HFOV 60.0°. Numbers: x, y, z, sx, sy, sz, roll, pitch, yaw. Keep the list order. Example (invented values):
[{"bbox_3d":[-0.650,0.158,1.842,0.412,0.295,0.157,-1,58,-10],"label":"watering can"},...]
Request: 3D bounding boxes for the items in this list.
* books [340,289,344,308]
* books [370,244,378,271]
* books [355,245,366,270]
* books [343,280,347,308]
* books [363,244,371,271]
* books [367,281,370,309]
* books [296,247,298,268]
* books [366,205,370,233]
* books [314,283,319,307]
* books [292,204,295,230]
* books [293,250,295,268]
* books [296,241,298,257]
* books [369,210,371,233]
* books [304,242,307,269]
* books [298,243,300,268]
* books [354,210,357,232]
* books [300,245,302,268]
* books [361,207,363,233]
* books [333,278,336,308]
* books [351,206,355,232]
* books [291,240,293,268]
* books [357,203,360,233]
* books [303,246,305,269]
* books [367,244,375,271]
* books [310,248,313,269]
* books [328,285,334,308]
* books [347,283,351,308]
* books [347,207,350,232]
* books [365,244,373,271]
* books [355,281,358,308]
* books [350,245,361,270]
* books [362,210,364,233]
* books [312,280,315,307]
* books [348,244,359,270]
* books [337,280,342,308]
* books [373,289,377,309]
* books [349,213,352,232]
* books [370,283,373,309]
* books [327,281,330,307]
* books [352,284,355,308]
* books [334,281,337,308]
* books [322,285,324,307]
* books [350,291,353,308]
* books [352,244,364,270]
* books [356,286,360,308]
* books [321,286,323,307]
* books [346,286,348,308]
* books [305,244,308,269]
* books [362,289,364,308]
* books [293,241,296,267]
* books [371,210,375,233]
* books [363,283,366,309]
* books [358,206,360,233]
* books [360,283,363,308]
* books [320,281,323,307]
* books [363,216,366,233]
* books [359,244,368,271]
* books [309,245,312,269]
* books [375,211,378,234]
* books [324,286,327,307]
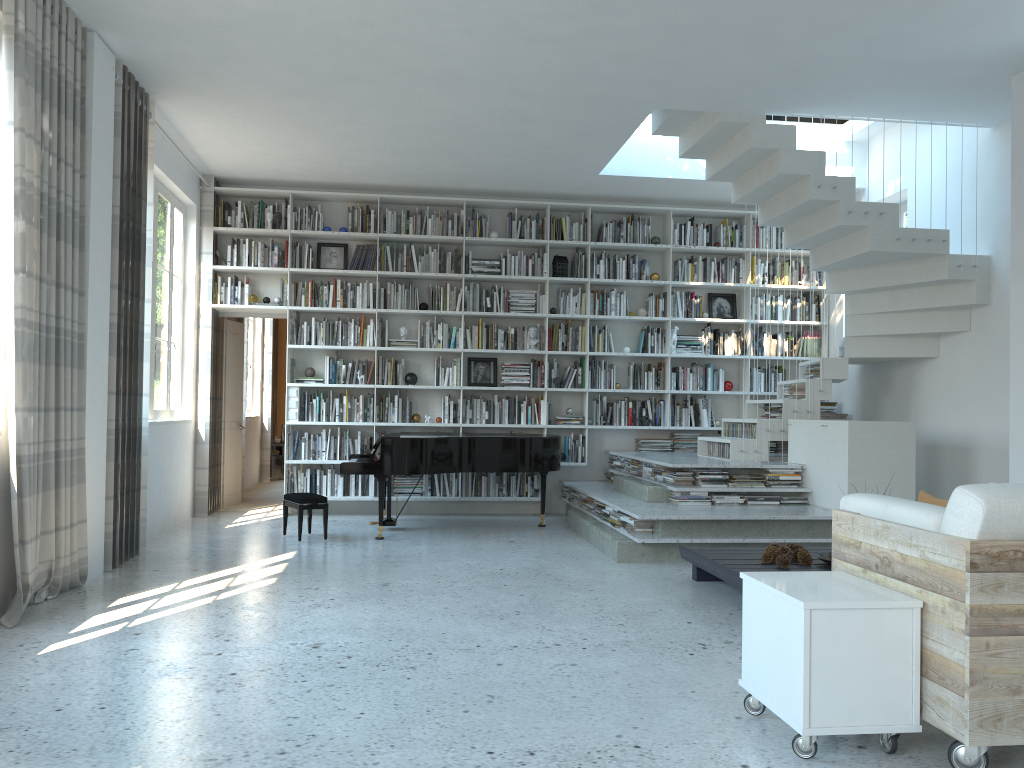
[{"bbox_3d":[-1.672,-0.826,8.733,0.029,0.195,0.192,1,-1,-7],"label":"books"},{"bbox_3d":[-1.371,-1.232,8.798,0.078,0.285,0.174,1,-1,-7],"label":"books"},{"bbox_3d":[-1.503,-1.228,8.795,0.110,0.279,0.174,1,-1,-7],"label":"books"},{"bbox_3d":[-1.648,-0.870,8.764,0.025,0.286,0.161,1,-1,-7],"label":"books"},{"bbox_3d":[-1.440,-1.233,8.803,0.078,0.285,0.174,1,-1,-7],"label":"books"},{"bbox_3d":[-1.420,-0.868,8.781,0.022,0.289,0.169,1,-1,-7],"label":"books"},{"bbox_3d":[-2.098,-1.218,8.695,0.009,0.228,0.184,1,-1,-7],"label":"books"},{"bbox_3d":[-1.430,-1.606,8.785,0.025,0.297,0.163,1,-1,-7],"label":"books"},{"bbox_3d":[-1.920,-0.858,8.729,0.047,0.249,0.134,1,-1,-7],"label":"books"},{"bbox_3d":[-2.149,-1.613,8.716,0.007,0.285,0.159,1,-1,-7],"label":"books"},{"bbox_3d":[-2.128,-1.206,8.705,0.015,0.207,0.172,1,-1,-7],"label":"books"},{"bbox_3d":[-2.107,-1.247,8.710,0.006,0.289,0.144,1,-1,-7],"label":"books"},{"bbox_3d":[-1.410,-1.587,8.811,0.022,0.260,0.152,1,-1,-7],"label":"books"},{"bbox_3d":[-2.023,-1.242,8.710,0.005,0.281,0.190,1,-1,-7],"label":"books"},{"bbox_3d":[-2.086,-1.233,8.700,0.009,0.260,0.184,1,-1,-7],"label":"books"},{"bbox_3d":[-1.544,-1.584,8.776,0.028,0.249,0.155,1,-1,-7],"label":"books"},{"bbox_3d":[-2.068,-1.226,8.690,0.004,0.246,0.189,1,-1,-7],"label":"books"},{"bbox_3d":[-1.487,-1.596,8.783,0.011,0.274,0.183,1,-1,-7],"label":"books"},{"bbox_3d":[-1.749,-0.881,8.751,0.014,0.304,0.151,1,-1,-7],"label":"books"},{"bbox_3d":[-1.569,-1.600,8.774,0.024,0.279,0.188,1,-1,-7],"label":"books"},{"bbox_3d":[-2.150,-1.251,8.689,0.005,0.292,0.184,1,-1,-7],"label":"books"},{"bbox_3d":[-1.525,-1.619,8.805,0.014,0.320,0.136,1,-1,-7],"label":"books"},{"bbox_3d":[-2.036,-1.224,8.710,0.019,0.243,0.153,1,-1,-7],"label":"books"},{"bbox_3d":[-1.395,-1.232,8.809,0.078,0.285,0.174,1,-1,-7],"label":"books"},{"bbox_3d":[-1.969,-1.208,8.707,0.012,0.214,0.185,1,-1,-7],"label":"books"},{"bbox_3d":[-1.779,-0.849,8.744,0.047,0.238,0.162,1,-1,-7],"label":"books"},{"bbox_3d":[-1.609,-0.857,8.771,0.029,0.260,0.157,1,-1,-7],"label":"books"},{"bbox_3d":[-1.618,-1.599,8.785,0.013,0.278,0.151,1,-1,-7],"label":"books"},{"bbox_3d":[-1.418,-1.232,8.811,0.078,0.285,0.174,1,-1,-7],"label":"books"},{"bbox_3d":[-1.538,-0.866,8.766,0.012,0.281,0.188,1,-1,-7],"label":"books"},{"bbox_3d":[-1.548,-1.229,8.790,0.110,0.279,0.174,1,-1,-7],"label":"books"},{"bbox_3d":[-1.480,-1.585,8.814,0.013,0.254,0.129,1,-1,-7],"label":"books"},{"bbox_3d":[-1.946,-0.872,8.708,0.011,0.277,0.164,1,-1,-7],"label":"books"},{"bbox_3d":[-1.569,-1.230,8.778,0.110,0.279,0.174,1,-1,-7],"label":"books"},{"bbox_3d":[-1.701,-0.872,8.733,0.030,0.285,0.185,1,-1,-7],"label":"books"},{"bbox_3d":[-1.352,-0.824,8.761,0.039,0.202,0.236,1,-1,-7],"label":"books"},{"bbox_3d":[-1.596,-1.570,8.775,0.028,0.218,0.153,1,-1,-7],"label":"books"},{"bbox_3d":[-1.391,-0.855,8.782,0.035,0.264,0.177,1,-1,-7],"label":"books"},{"bbox_3d":[-1.808,-0.867,8.736,0.014,0.272,0.180,1,-1,-7],"label":"books"},{"bbox_3d":[-1.563,-0.856,8.781,0.035,0.260,0.131,1,-1,-7],"label":"books"},{"bbox_3d":[-1.728,-0.865,8.735,0.023,0.271,0.187,1,-1,-7],"label":"books"},{"bbox_3d":[-1.852,-0.846,8.732,0.011,0.229,0.170,1,-1,-7],"label":"books"},{"bbox_3d":[-1.585,-0.819,8.772,0.022,0.186,0.136,1,-1,-7],"label":"books"},{"bbox_3d":[-1.523,-1.229,8.775,0.110,0.279,0.174,1,-1,-7],"label":"books"},{"bbox_3d":[-1.517,-0.841,8.764,0.030,0.230,0.172,1,-1,-7],"label":"books"},{"bbox_3d":[-1.864,-0.841,8.724,0.014,0.218,0.164,1,-1,-7],"label":"books"},{"bbox_3d":[-1.628,-0.844,8.754,0.013,0.232,0.171,1,-1,-7],"label":"books"},{"bbox_3d":[-2.009,-1.231,8.702,0.023,0.258,0.183,1,-1,-7],"label":"books"},{"bbox_3d":[-1.475,-0.827,8.781,0.013,0.206,0.172,1,-1,-7],"label":"books"},{"bbox_3d":[-2.137,-1.247,8.700,0.006,0.287,0.148,1,-1,-7],"label":"books"},{"bbox_3d":[-1.382,-1.584,8.801,0.031,0.254,0.178,1,-1,-7],"label":"books"},{"bbox_3d":[-1.457,-0.857,8.793,0.024,0.266,0.155,1,-1,-7],"label":"books"},{"bbox_3d":[-1.510,-1.600,8.792,0.013,0.283,0.166,1,-1,-7],"label":"books"},{"bbox_3d":[-1.490,-0.857,8.767,0.022,0.263,0.174,1,-1,-7],"label":"books"},{"bbox_3d":[-1.878,-0.871,8.735,0.012,0.277,0.150,1,-1,-7],"label":"books"},{"bbox_3d":[-1.458,-1.553,8.791,0.027,0.190,0.177,1,-1,-7],"label":"books"},{"bbox_3d":[-1.471,-1.231,8.779,0.097,0.282,0.174,1,-1,-7],"label":"books"},{"bbox_3d":[-1.982,-1.228,8.714,0.012,0.254,0.166,1,-1,-7],"label":"books"},{"bbox_3d":[-1.348,-1.581,8.820,0.039,0.252,0.146,1,-1,-7],"label":"books"},{"bbox_3d":[-1.830,-0.840,8.728,0.031,0.217,0.173,1,-1,-7],"label":"books"}]
